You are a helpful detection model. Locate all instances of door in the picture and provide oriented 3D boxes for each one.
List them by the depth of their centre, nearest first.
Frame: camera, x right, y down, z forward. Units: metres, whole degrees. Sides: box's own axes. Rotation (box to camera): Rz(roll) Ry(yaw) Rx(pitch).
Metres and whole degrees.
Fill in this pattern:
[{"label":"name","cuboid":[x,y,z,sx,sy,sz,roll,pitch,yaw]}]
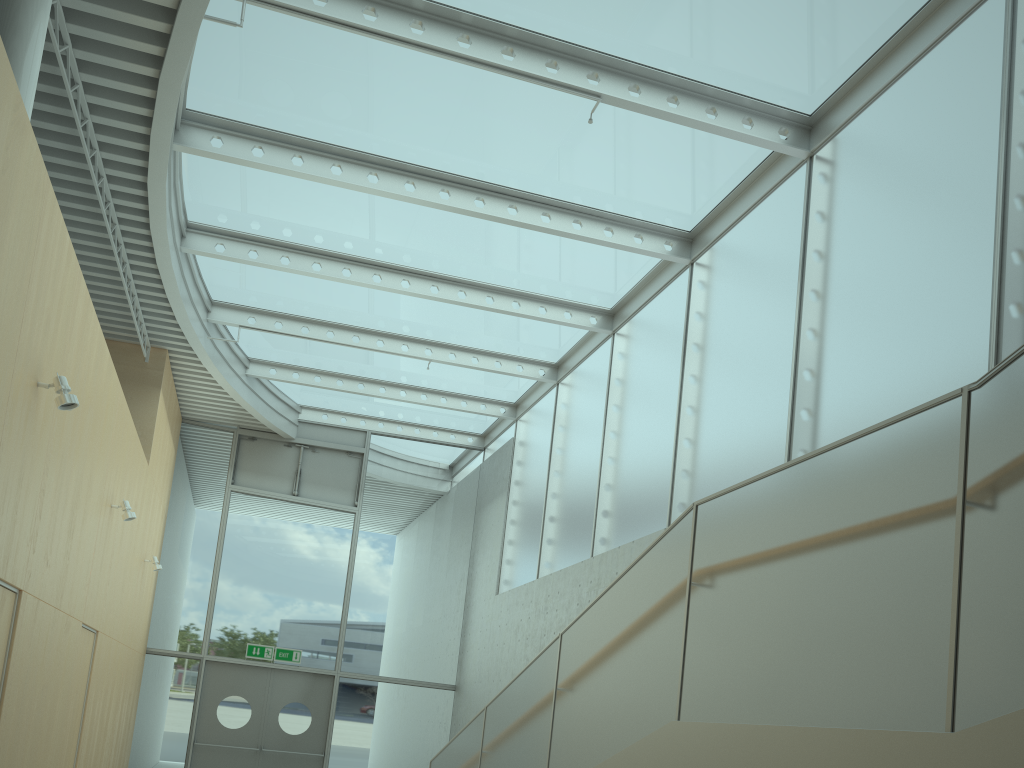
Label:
[{"label":"door","cuboid":[-3.785,5.341,12.874,1.951,2.026,0.179,11,-8,-18]}]

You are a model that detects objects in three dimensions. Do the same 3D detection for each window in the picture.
[{"label":"window","cuboid":[-1.055,1.386,8.063,4.849,5.975,16.607,10,-21,-15]},{"label":"window","cuboid":[1.161,0.391,8.894,0.030,2.618,16.424,8,-21,-15]},{"label":"window","cuboid":[-3.028,3.542,13.280,4.930,6.044,0.112,10,-7,-18]}]

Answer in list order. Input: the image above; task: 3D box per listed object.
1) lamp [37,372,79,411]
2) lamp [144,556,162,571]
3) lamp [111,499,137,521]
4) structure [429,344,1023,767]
[{"label":"lamp","cuboid":[-2.543,0.037,4.759,0.241,0.188,0.143,18,-17,-35]},{"label":"lamp","cuboid":[-4.517,2.256,10.698,0.241,0.188,0.143,18,-17,-35]},{"label":"lamp","cuboid":[-3.527,1.143,7.718,0.241,0.188,0.143,18,-17,-35]},{"label":"structure","cuboid":[1.942,1.014,2.775,1.910,4.014,13.234,9,-21,-15]}]
